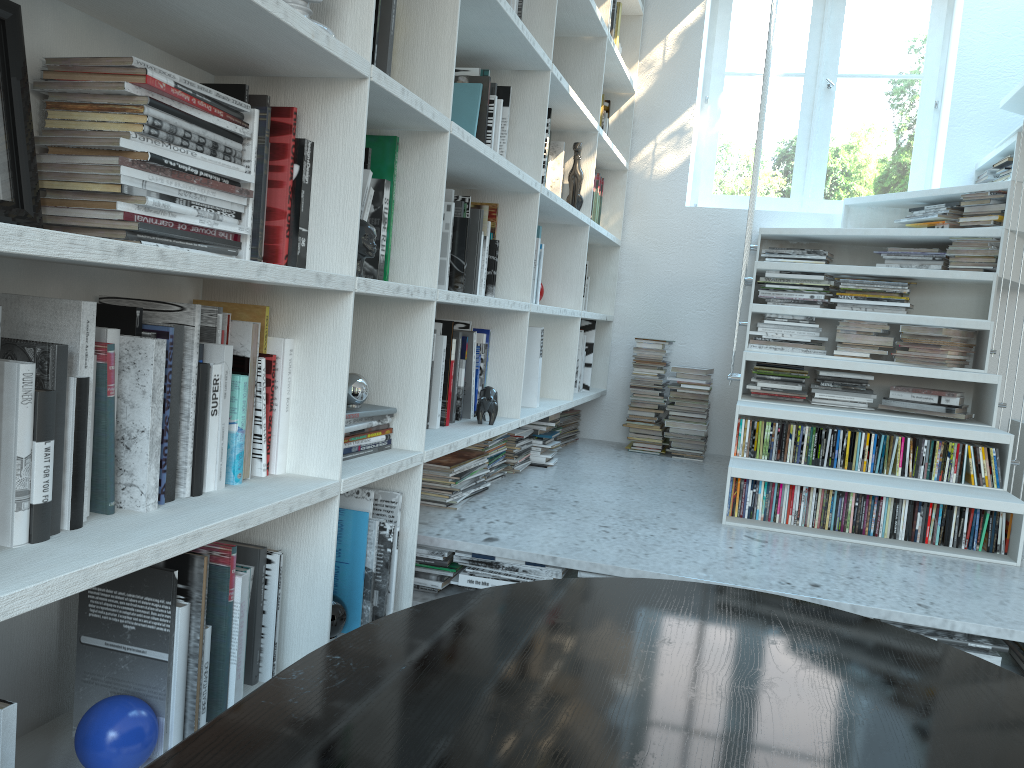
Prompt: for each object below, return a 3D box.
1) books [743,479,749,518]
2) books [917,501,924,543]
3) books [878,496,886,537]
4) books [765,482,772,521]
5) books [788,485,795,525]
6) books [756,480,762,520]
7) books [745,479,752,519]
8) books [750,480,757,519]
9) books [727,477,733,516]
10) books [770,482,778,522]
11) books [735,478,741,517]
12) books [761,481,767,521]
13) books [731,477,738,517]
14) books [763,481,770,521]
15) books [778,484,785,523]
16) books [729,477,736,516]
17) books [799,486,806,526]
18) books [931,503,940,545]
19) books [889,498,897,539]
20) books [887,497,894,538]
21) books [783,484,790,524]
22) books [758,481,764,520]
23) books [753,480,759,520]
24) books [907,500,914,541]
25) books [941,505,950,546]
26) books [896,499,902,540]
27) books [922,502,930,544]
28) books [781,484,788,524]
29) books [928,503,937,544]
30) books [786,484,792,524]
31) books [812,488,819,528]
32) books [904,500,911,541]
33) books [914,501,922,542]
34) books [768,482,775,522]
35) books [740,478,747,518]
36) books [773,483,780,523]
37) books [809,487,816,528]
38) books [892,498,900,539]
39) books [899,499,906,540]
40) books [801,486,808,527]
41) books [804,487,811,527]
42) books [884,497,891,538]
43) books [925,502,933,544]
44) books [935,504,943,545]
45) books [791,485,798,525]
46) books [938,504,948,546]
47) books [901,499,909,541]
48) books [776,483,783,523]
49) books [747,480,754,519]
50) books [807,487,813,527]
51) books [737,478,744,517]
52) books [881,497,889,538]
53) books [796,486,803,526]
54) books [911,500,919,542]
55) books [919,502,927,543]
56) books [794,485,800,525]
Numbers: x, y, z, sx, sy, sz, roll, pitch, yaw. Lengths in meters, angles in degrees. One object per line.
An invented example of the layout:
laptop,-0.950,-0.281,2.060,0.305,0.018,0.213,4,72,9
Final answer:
books,0.755,0.360,2.862,0.007,0.125,0.125,6,5,15
books,1.247,0.413,2.730,0.007,0.125,0.125,6,5,15
books,1.143,0.402,2.758,0.008,0.125,0.125,6,5,15
books,0.823,0.367,2.844,0.008,0.125,0.125,6,5,15
books,0.889,0.374,2.826,0.007,0.125,0.125,6,5,15
books,0.794,0.364,2.852,0.009,0.125,0.125,6,5,15
books,0.763,0.360,2.860,0.008,0.125,0.125,6,5,15
books,0.777,0.362,2.856,0.010,0.125,0.125,6,5,15
books,0.708,0.354,2.875,0.007,0.125,0.125,6,5,15
books,0.838,0.369,2.840,0.008,0.125,0.125,6,5,15
books,0.731,0.357,2.869,0.010,0.125,0.125,6,5,15
books,0.809,0.366,2.848,0.007,0.125,0.125,6,5,15
books,0.723,0.356,2.871,0.008,0.125,0.125,6,5,15
books,0.816,0.366,2.846,0.008,0.125,0.125,6,5,15
books,0.861,0.371,2.834,0.007,0.125,0.125,6,5,15
books,0.716,0.355,2.873,0.008,0.125,0.125,6,5,15
books,0.919,0.378,2.818,0.007,0.125,0.125,6,5,15
books,1.288,0.418,2.718,0.010,0.125,0.125,6,5,15
books,1.172,0.405,2.750,0.008,0.125,0.125,6,5,15
books,1.165,0.404,2.752,0.007,0.125,0.125,6,5,15
books,0.875,0.373,2.830,0.008,0.125,0.125,6,5,15
books,0.801,0.365,2.850,0.009,0.125,0.125,6,5,15
books,0.786,0.363,2.854,0.007,0.125,0.125,6,5,15
books,1.221,0.411,2.737,0.012,0.125,0.125,6,5,15
books,1.317,0.421,2.711,0.010,0.125,0.125,6,5,15
books,1.189,0.407,2.745,0.011,0.125,0.125,6,5,15
books,1.261,0.415,2.726,0.008,0.125,0.125,6,5,15
books,0.868,0.372,2.832,0.007,0.125,0.125,6,5,15
books,1.278,0.417,2.721,0.010,0.125,0.125,6,5,15
books,0.882,0.373,2.828,0.008,0.125,0.125,6,5,15
books,0.957,0.382,2.808,0.008,0.125,0.125,6,5,15
books,1.213,0.410,2.739,0.010,0.125,0.125,6,5,15
books,1.240,0.413,2.732,0.007,0.125,0.125,6,5,15
books,0.831,0.368,2.842,0.008,0.125,0.125,6,5,15
books,0.748,0.359,2.864,0.007,0.125,0.125,6,5,15
books,0.846,0.370,2.838,0.008,0.125,0.125,6,5,15
books,0.949,0.381,2.810,0.007,0.125,0.125,6,5,15
books,1.182,0.406,2.747,0.011,0.125,0.125,6,5,15
books,1.197,0.408,2.743,0.008,0.125,0.125,6,5,15
books,0.927,0.378,2.816,0.008,0.125,0.125,6,5,15
books,0.935,0.379,2.814,0.008,0.125,0.125,6,5,15
books,1.158,0.404,2.754,0.008,0.125,0.125,6,5,15
books,1.269,0.416,2.724,0.008,0.125,0.125,6,5,15
books,1.296,0.419,2.716,0.008,0.125,0.125,6,5,15
books,0.897,0.375,2.824,0.008,0.125,0.125,6,5,15
books,1.306,0.420,2.714,0.012,0.125,0.125,6,5,15
books,1.205,0.409,2.741,0.008,0.125,0.125,6,5,15
books,0.853,0.370,2.836,0.007,0.125,0.125,6,5,15
books,0.769,0.361,2.858,0.008,0.125,0.125,6,5,15
books,0.942,0.380,2.812,0.008,0.125,0.125,6,5,15
books,0.740,0.358,2.866,0.009,0.125,0.125,6,5,15
books,1.151,0.403,2.756,0.008,0.125,0.125,6,5,15
books,0.913,0.377,2.820,0.007,0.125,0.125,6,5,15
books,1.232,0.412,2.734,0.008,0.125,0.125,6,5,15
books,1.254,0.414,2.728,0.007,0.125,0.125,6,5,15
books,0.904,0.376,2.822,0.009,0.125,0.125,6,5,15
